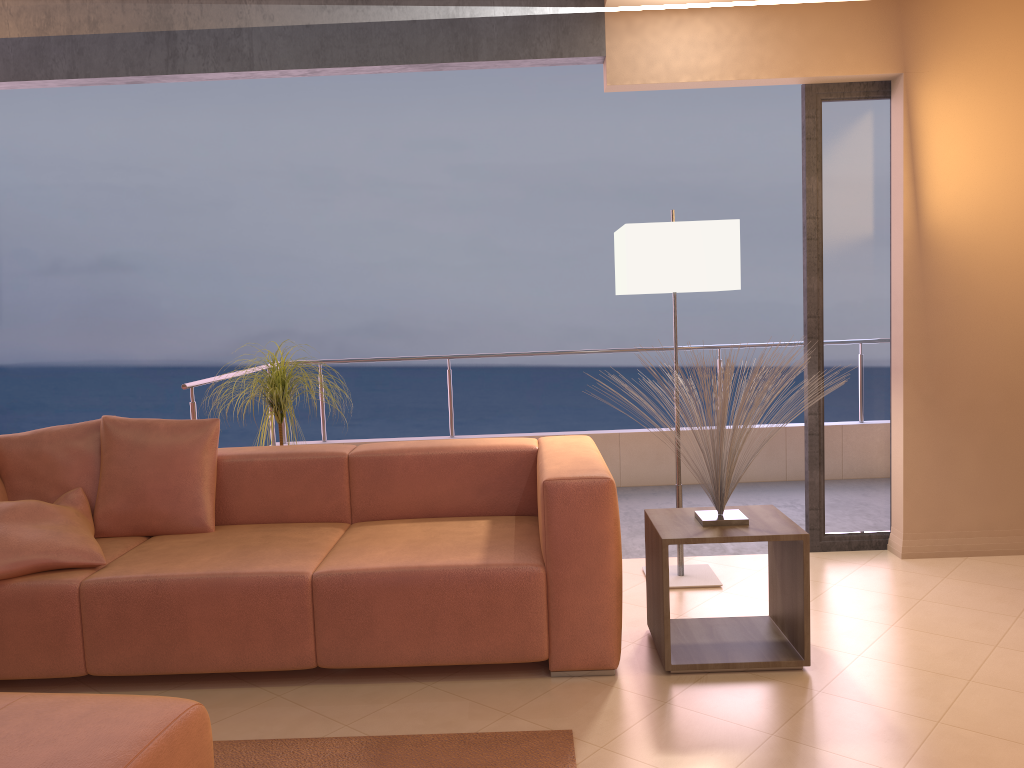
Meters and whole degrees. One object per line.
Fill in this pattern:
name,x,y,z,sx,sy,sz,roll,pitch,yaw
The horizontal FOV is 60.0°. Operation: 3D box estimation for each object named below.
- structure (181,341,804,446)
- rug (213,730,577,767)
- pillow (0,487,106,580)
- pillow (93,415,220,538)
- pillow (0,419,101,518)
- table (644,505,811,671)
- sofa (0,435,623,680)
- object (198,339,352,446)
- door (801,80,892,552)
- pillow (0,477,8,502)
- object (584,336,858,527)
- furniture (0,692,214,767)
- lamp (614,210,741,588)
structure,0.494,0.119,5.004,4.176,0.541,1.663,-2,5,1
rug,-1.151,1.117,1.630,2.626,0.005,1.833,-2,5,1
pillow,-1.727,0.497,3.082,0.517,0.292,0.514,-5,6,-30
pillow,-1.380,0.353,3.451,0.470,0.468,0.211,-3,5,-4
pillow,-1.771,0.365,3.461,0.492,0.446,0.255,-4,5,-16
table,0.723,0.683,3.048,0.469,0.436,0.415,-2,5,1
sofa,-1.019,0.625,3.319,2.781,0.672,0.943,-2,5,1
object,-1.131,0.329,4.342,0.703,1.088,0.729,-5,6,-30
door,1.596,-0.291,4.101,0.480,2.160,0.056,-2,5,1
pillow,-2.071,0.400,3.279,0.314,0.455,0.519,-2,5,-3
object,0.705,0.143,3.085,0.700,0.634,0.703,-7,7,-43
furniture,-1.388,0.904,1.884,1.291,0.301,0.685,-2,5,6
lamp,0.706,0.053,3.797,0.454,1.578,0.454,-2,5,1
